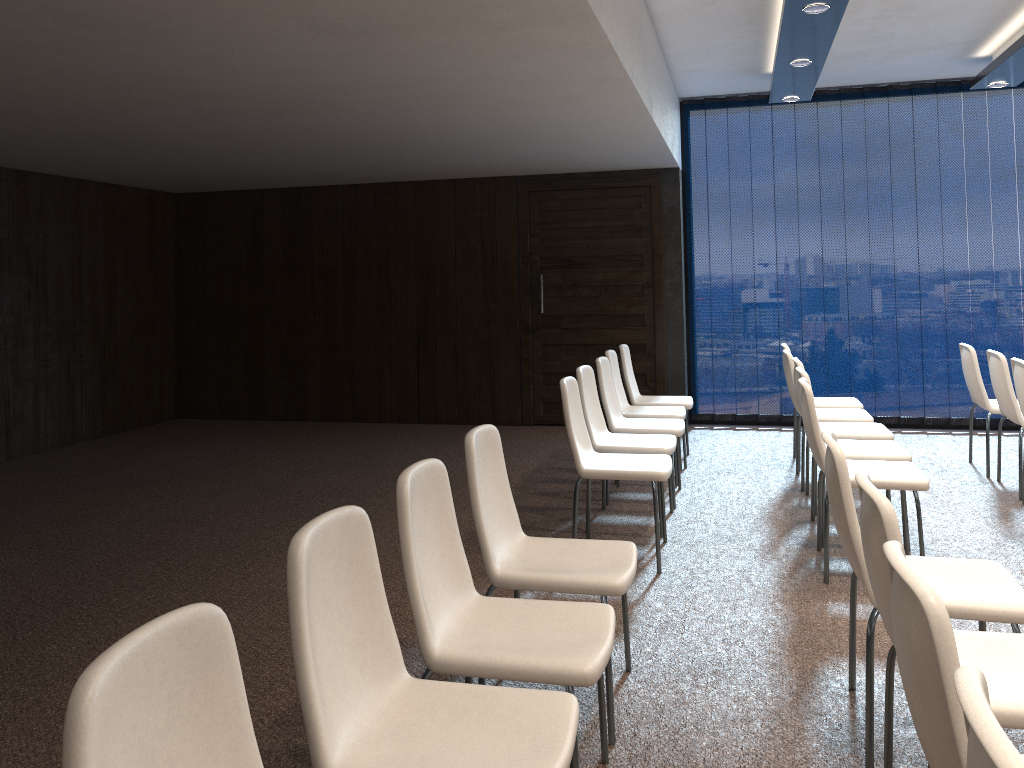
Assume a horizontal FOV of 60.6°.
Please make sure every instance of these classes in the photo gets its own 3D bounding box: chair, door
[{"bbox_3d":[2.315,0.148,6.546,0.557,0.903,0.531,-1,0,15],"label":"chair"},{"bbox_3d":[-0.007,0.676,2.364,0.557,0.903,0.531,-1,0,13],"label":"chair"},{"bbox_3d":[2.146,0.219,5.958,0.557,0.903,0.531,-1,0,15],"label":"chair"},{"bbox_3d":[0.950,0.758,1.479,0.557,0.903,0.531,-1,0,13],"label":"chair"},{"bbox_3d":[-0.153,0.740,1.830,0.557,0.903,0.531,-1,0,14],"label":"chair"},{"bbox_3d":[1.129,0.686,2.073,0.557,0.903,0.531,-1,0,13],"label":"chair"},{"bbox_3d":[3.379,0.234,5.607,0.557,0.903,0.531,-1,0,16],"label":"chair"},{"bbox_3d":[1.681,0.430,4.208,0.557,0.903,0.531,-1,0,16],"label":"chair"},{"bbox_3d":[1.260,0.612,2.690,0.557,0.903,0.531,-1,0,16],"label":"chair"},{"bbox_3d":[0.957,0.209,6.260,0.557,0.903,0.531,-1,0,14],"label":"chair"},{"bbox_3d":[2.017,0.291,5.359,0.557,0.903,0.531,-1,0,14],"label":"chair"},{"bbox_3d":[-0.282,0.812,1.222,0.557,0.903,0.531,-1,0,13],"label":"chair"},{"bbox_3d":[0.837,0.278,5.684,0.557,0.903,0.531,-1,0,15],"label":"chair"},{"bbox_3d":[0.670,0.348,5.100,0.557,0.903,0.531,-1,0,17],"label":"chair"},{"bbox_3d":[0.778,-0.795,8.496,1.399,2.415,0.268,-1,-2,15],"label":"door"},{"bbox_3d":[0.539,0.420,4.496,0.557,0.903,0.531,-1,0,13],"label":"chair"},{"bbox_3d":[3.201,0.306,5.014,0.557,0.903,0.531,-1,0,17],"label":"chair"},{"bbox_3d":[1.125,0.142,6.816,0.557,0.903,0.531,-1,0,14],"label":"chair"},{"bbox_3d":[1.848,0.363,4.761,0.557,0.903,0.531,-1,0,14],"label":"chair"},{"bbox_3d":[0.801,0.824,0.922,0.557,0.903,0.531,-1,0,17],"label":"chair"},{"bbox_3d":[3.509,0.162,6.218,0.557,0.903,0.531,-1,0,16],"label":"chair"},{"bbox_3d":[0.139,0.604,2.964,0.557,0.903,0.531,-1,0,14],"label":"chair"}]

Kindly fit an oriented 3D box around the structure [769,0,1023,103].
[{"bbox_3d":[7.582,-2.043,2.119,13.136,0.230,8.109,1,7,15],"label":"structure"}]
